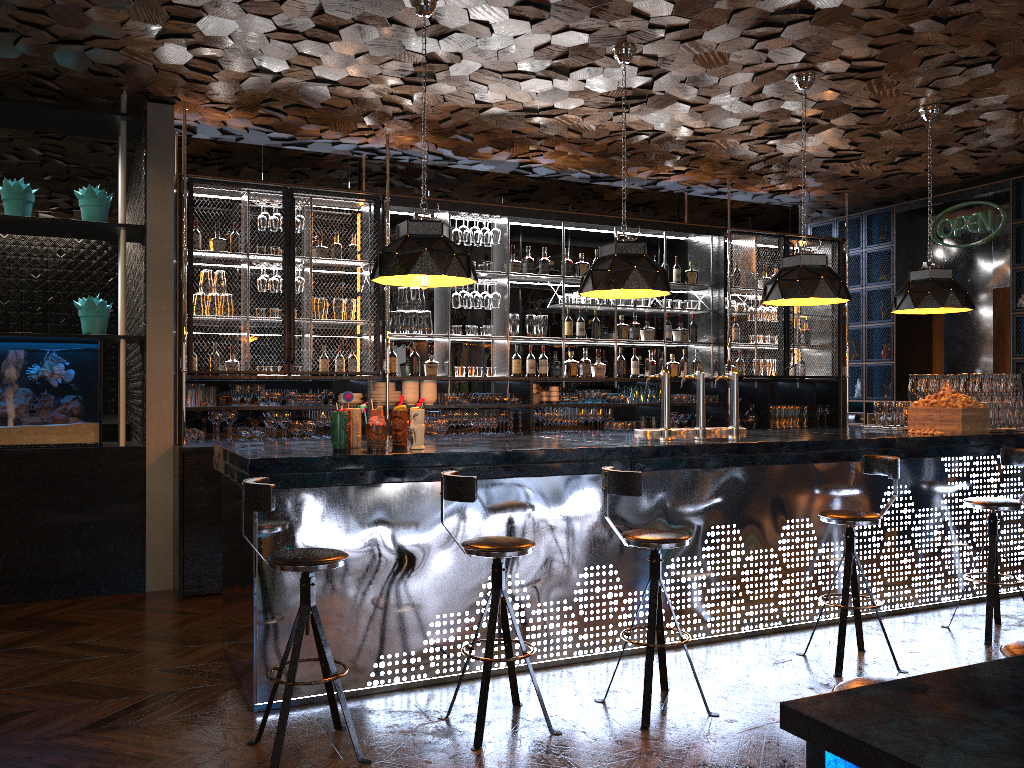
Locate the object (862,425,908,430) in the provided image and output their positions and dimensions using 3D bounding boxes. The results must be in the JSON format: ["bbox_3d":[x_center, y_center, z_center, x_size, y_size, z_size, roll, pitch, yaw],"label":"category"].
[{"bbox_3d":[2.934,0.335,6.780,0.273,0.019,0.437,0,0,-26],"label":"object"}]

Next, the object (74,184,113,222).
[{"bbox_3d":[-3.086,-1.312,6.538,0.265,0.325,0.245,0,0,-32],"label":"object"}]

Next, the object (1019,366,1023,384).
[{"bbox_3d":[5.034,0.001,8.457,0.175,0.351,0.369,0,0,-21],"label":"object"}]

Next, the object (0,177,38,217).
[{"bbox_3d":[-3.524,-1.313,6.333,0.255,0.325,0.244,0,0,1],"label":"object"}]

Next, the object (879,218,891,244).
[{"bbox_3d":[4.250,-1.730,10.073,0.116,0.358,0.198,0,0,-26],"label":"object"}]

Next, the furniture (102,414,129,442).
[{"bbox_3d":[-8.843,0.944,8.044,9.798,1.137,3.595,0,0,-26],"label":"furniture"}]

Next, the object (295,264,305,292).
[{"bbox_3d":[-1.723,-0.859,7.190,0.081,0.213,0.081,0,0,-20],"label":"object"}]

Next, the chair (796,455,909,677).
[{"bbox_3d":[1.850,0.947,4.781,0.476,1.108,0.419,0,0,-11],"label":"chair"}]

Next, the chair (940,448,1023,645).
[{"bbox_3d":[2.927,0.950,5.350,0.476,1.108,0.419,0,0,-11],"label":"chair"}]

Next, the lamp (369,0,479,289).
[{"bbox_3d":[-0.486,-1.329,4.925,0.582,1.606,0.607,0,0,-26],"label":"lamp"}]

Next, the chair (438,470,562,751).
[{"bbox_3d":[-0.085,0.941,3.878,0.476,1.108,0.419,0,0,-26],"label":"chair"}]

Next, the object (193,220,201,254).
[{"bbox_3d":[-2.477,-1.155,6.950,0.075,0.260,0.075,0,0,23],"label":"object"}]

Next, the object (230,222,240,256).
[{"bbox_3d":[-2.203,-1.154,7.054,0.075,0.261,0.075,0,0,23],"label":"object"}]

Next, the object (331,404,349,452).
[{"bbox_3d":[-0.849,0.215,4.374,0.086,0.237,0.084,0,0,-7],"label":"object"}]

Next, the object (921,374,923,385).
[{"bbox_3d":[3.246,0.030,6.976,0.105,0.209,0.105,0,0,-1],"label":"object"}]

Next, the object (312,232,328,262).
[{"bbox_3d":[-1.591,-1.137,7.344,0.108,0.244,0.108,0,0,-37],"label":"object"}]

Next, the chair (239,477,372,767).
[{"bbox_3d":[-0.853,0.940,3.583,0.476,1.108,0.419,0,0,-26],"label":"chair"}]

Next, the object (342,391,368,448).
[{"bbox_3d":[-0.819,0.185,4.639,0.116,0.298,0.105,0,0,5],"label":"object"}]

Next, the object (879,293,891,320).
[{"bbox_3d":[4.280,-0.861,10.079,0.198,0.358,0.116,0,0,34],"label":"object"}]

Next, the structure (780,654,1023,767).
[{"bbox_3d":[2.780,0.986,2.103,4.941,0.998,0.673,0,0,-26],"label":"structure"}]

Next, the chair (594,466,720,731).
[{"bbox_3d":[0.638,0.943,4.091,0.476,1.108,0.419,0,0,-26],"label":"chair"}]

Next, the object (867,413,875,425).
[{"bbox_3d":[4.207,0.398,10.008,0.122,0.132,0.396,0,0,-26],"label":"object"}]

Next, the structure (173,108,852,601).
[{"bbox_3d":[0.488,-0.259,8.125,6.750,3.553,1.143,0,0,-26],"label":"structure"}]

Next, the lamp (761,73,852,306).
[{"bbox_3d":[2.027,-1.347,6.134,0.582,1.564,0.607,0,0,-26],"label":"lamp"}]

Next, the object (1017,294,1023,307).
[{"bbox_3d":[5.042,-0.802,8.447,0.403,0.221,0.192,0,0,34],"label":"object"}]

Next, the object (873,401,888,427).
[{"bbox_3d":[2.852,0.240,6.870,0.105,0.209,0.105,0,0,-1],"label":"object"}]

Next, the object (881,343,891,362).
[{"bbox_3d":[4.337,-0.356,10.086,0.278,0.222,0.138,0,0,4],"label":"object"}]

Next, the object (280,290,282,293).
[{"bbox_3d":[-1.867,-0.859,7.281,0.081,0.213,0.081,0,0,-20],"label":"object"}]

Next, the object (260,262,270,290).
[{"bbox_3d":[-1.969,-0.860,7.072,0.081,0.213,0.081,0,0,-20],"label":"object"}]

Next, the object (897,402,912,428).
[{"bbox_3d":[2.954,0.239,6.664,0.105,0.209,0.105,0,0,40],"label":"object"}]

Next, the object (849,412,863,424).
[{"bbox_3d":[4.030,0.399,10.395,0.123,0.132,0.396,0,0,-26],"label":"object"}]

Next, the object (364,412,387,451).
[{"bbox_3d":[-0.684,0.238,4.450,0.110,0.191,0.131,0,0,-14],"label":"object"}]

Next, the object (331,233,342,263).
[{"bbox_3d":[-1.466,-1.139,7.402,0.073,0.246,0.072,0,0,-40],"label":"object"}]

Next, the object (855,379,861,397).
[{"bbox_3d":[4.141,0.062,10.484,0.126,0.249,0.253,0,0,39],"label":"object"}]

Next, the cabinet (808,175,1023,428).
[{"bbox_3d":[4.860,-0.233,9.094,0.691,3.514,4.416,0,0,-26],"label":"cabinet"}]

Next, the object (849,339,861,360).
[{"bbox_3d":[4.130,-0.390,10.450,0.290,0.290,0.097,0,0,13],"label":"object"}]

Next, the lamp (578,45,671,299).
[{"bbox_3d":[0.718,-1.351,5.639,0.582,1.564,0.607,0,0,-26],"label":"lamp"}]

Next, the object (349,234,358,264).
[{"bbox_3d":[-1.335,-1.138,7.465,0.073,0.246,0.072,0,0,-10],"label":"object"}]

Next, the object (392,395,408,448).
[{"bbox_3d":[-0.589,0.196,4.652,0.080,0.277,0.091,0,0,7],"label":"object"}]

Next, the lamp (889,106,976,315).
[{"bbox_3d":[3.235,-1.343,6.844,0.582,1.564,0.607,0,0,-26],"label":"lamp"}]

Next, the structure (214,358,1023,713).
[{"bbox_3d":[1.285,0.662,5.757,6.009,1.685,1.214,0,0,-26],"label":"structure"}]

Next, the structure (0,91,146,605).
[{"bbox_3d":[-4.734,-0.362,5.832,4.269,3.734,0.705,0,0,-26],"label":"structure"}]

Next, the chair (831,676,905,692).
[{"bbox_3d":[0.866,1.079,1.928,0.419,0.813,0.419,0,0,-31],"label":"chair"}]

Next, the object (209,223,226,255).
[{"bbox_3d":[-2.319,-1.145,6.982,0.108,0.244,0.108,0,0,-37],"label":"object"}]

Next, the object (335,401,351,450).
[{"bbox_3d":[-0.862,0.211,4.528,0.078,0.246,0.084,0,0,-27],"label":"object"}]

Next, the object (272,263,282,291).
[{"bbox_3d":[-1.882,-0.859,7.114,0.081,0.213,0.081,0,0,-20],"label":"object"}]

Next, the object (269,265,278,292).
[{"bbox_3d":[-1.945,-0.859,7.244,0.081,0.213,0.081,0,0,-20],"label":"object"}]

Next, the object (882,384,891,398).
[{"bbox_3d":[4.288,0.079,10.057,0.107,0.209,0.233,0,0,-9],"label":"object"}]

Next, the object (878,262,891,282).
[{"bbox_3d":[4.260,-1.261,10.042,0.097,0.290,0.290,0,0,-27],"label":"object"}]

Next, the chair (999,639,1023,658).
[{"bbox_3d":[1.417,1.081,2.239,0.419,0.813,0.419,0,0,-31],"label":"chair"}]

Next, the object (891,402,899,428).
[{"bbox_3d":[2.961,0.239,6.788,0.105,0.209,0.105,0,0,-1],"label":"object"}]

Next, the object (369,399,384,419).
[{"bbox_3d":[-0.716,0.207,4.718,0.080,0.254,0.091,0,0,-23],"label":"object"}]

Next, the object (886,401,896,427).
[{"bbox_3d":[2.953,0.240,6.926,0.105,0.209,0.105,0,0,-1],"label":"object"}]

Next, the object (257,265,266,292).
[{"bbox_3d":[-2.031,-0.859,7.202,0.081,0.213,0.081,0,0,-20],"label":"object"}]

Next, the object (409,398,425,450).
[{"bbox_3d":[-0.487,0.202,4.559,0.081,0.264,0.099,0,0,-5],"label":"object"}]
